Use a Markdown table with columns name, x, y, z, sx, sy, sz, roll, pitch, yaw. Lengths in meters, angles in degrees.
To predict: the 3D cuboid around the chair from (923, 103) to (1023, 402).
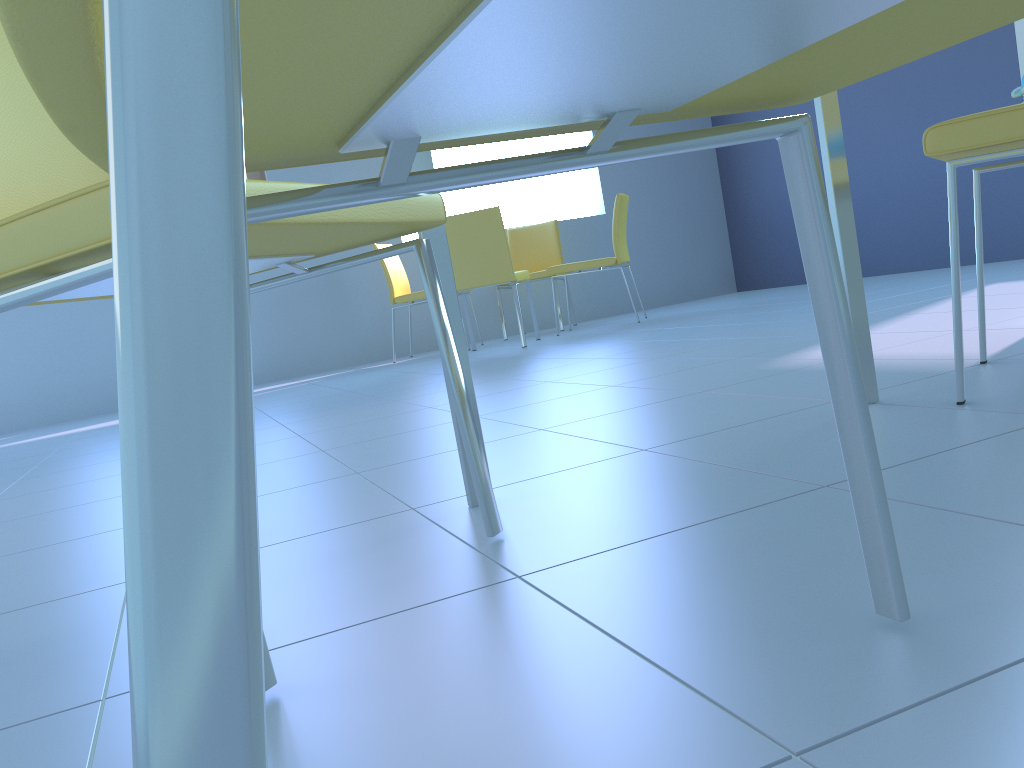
| name | x | y | z | sx | sy | sz | roll | pitch | yaw |
| --- | --- | --- | --- | --- | --- | --- | --- | --- | --- |
| chair | 0.850 | -0.371 | 1.208 | 0.484 | 0.695 | 0.387 | -6 | 7 | 33 |

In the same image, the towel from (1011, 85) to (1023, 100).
| name | x | y | z | sx | sy | sz | roll | pitch | yaw |
| --- | --- | --- | --- | --- | --- | --- | --- | --- | --- |
| towel | 0.822 | -0.427 | 1.205 | 0.195 | 0.027 | 0.192 | -10 | 5 | 1 |

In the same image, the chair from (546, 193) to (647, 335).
| name | x | y | z | sx | sy | sz | roll | pitch | yaw |
| --- | --- | --- | --- | --- | --- | --- | --- | --- | --- |
| chair | 0.466 | -0.669 | 4.982 | 0.484 | 0.699 | 0.387 | -8 | 6 | 16 |

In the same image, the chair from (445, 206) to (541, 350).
| name | x | y | z | sx | sy | sz | roll | pitch | yaw |
| --- | --- | --- | --- | --- | --- | --- | --- | --- | --- |
| chair | -0.132 | -0.525 | 4.574 | 0.387 | 0.695 | 0.484 | -9 | 6 | 11 |

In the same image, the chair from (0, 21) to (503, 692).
| name | x | y | z | sx | sy | sz | roll | pitch | yaw |
| --- | --- | --- | --- | --- | --- | --- | --- | --- | --- |
| chair | -0.367 | -0.124 | 0.875 | 0.484 | 0.695 | 0.387 | -7 | 6 | 28 |

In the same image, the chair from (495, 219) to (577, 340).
| name | x | y | z | sx | sy | sz | roll | pitch | yaw |
| --- | --- | --- | --- | --- | --- | --- | --- | --- | --- |
| chair | 0.133 | -0.673 | 5.612 | 0.387 | 0.695 | 0.484 | -8 | 6 | 16 |

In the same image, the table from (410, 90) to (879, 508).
| name | x | y | z | sx | sy | sz | roll | pitch | yaw |
| --- | --- | --- | --- | --- | --- | --- | --- | --- | --- |
| table | 0.404 | -0.181 | 0.670 | 0.730 | 0.590 | 1.173 | -12 | 6 | -20 |

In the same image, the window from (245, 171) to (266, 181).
| name | x | y | z | sx | sy | sz | roll | pitch | yaw |
| --- | --- | --- | --- | --- | --- | --- | --- | --- | --- |
| window | -2.214 | -1.229 | 5.192 | 1.475 | 1.263 | 0.142 | -12 | 6 | -20 |

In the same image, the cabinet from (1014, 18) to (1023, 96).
| name | x | y | z | sx | sy | sz | roll | pitch | yaw |
| --- | --- | --- | --- | --- | --- | --- | --- | --- | --- |
| cabinet | 2.408 | -0.713 | 1.389 | 2.200 | 0.800 | 2.139 | -12 | 6 | -20 |

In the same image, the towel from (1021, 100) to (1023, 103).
| name | x | y | z | sx | sy | sz | roll | pitch | yaw |
| --- | --- | --- | --- | --- | --- | --- | --- | --- | --- |
| towel | 0.822 | -0.411 | 1.205 | 0.195 | 0.024 | 0.201 | -10 | 5 | 5 |

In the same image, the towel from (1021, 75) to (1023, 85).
| name | x | y | z | sx | sy | sz | roll | pitch | yaw |
| --- | --- | --- | --- | --- | --- | --- | --- | --- | --- |
| towel | 0.821 | -0.442 | 1.200 | 0.195 | 0.033 | 0.190 | -9 | 6 | 6 |

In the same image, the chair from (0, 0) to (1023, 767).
| name | x | y | z | sx | sy | sz | roll | pitch | yaw |
| --- | --- | --- | --- | --- | --- | --- | --- | --- | --- |
| chair | 0.045 | -0.140 | 0.289 | 0.484 | 0.695 | 0.387 | -12 | 6 | -22 |

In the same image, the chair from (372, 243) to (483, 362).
| name | x | y | z | sx | sy | sz | roll | pitch | yaw |
| --- | --- | --- | --- | --- | --- | --- | --- | --- | --- |
| chair | -0.499 | -0.522 | 5.207 | 0.484 | 0.695 | 0.387 | -9 | 6 | 11 |
